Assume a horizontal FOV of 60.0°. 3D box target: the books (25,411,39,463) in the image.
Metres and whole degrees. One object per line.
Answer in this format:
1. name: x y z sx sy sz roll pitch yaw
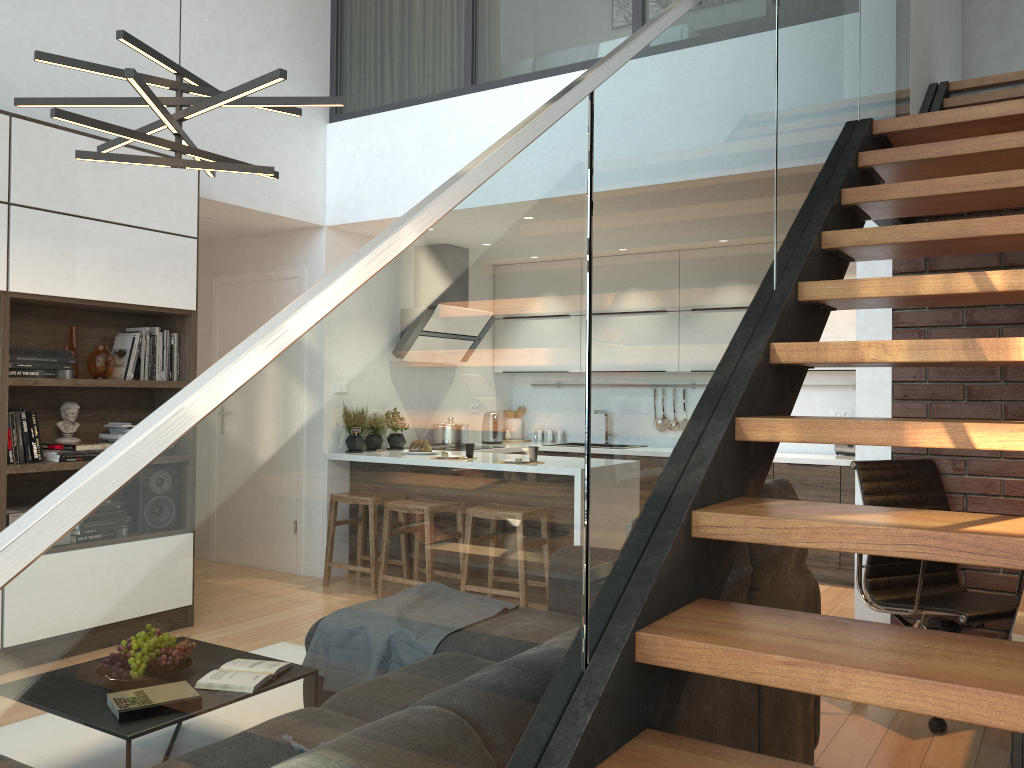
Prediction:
1. books: -2.299 0.245 4.166 0.177 0.242 0.066 0 -1 32

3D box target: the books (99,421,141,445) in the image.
1. books: -1.972 0.287 4.678 0.224 0.176 0.374 0 -1 32

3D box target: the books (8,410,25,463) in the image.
1. books: -2.328 0.244 4.115 0.169 0.242 0.050 0 -1 32

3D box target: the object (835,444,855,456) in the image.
1. object: 2.465 0.417 6.348 0.177 0.195 0.260 1 -1 -37

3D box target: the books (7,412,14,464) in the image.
1. books: -2.365 0.246 4.083 0.189 0.240 0.053 0 -1 33

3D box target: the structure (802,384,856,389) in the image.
1. structure: 1.440 0.014 7.126 3.000 0.045 0.050 0 -1 32

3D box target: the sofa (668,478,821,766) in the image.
1. sofa: -0.622 0.788 2.342 2.108 0.995 3.169 0 -1 33

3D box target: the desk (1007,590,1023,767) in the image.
1. desk: 1.921 0.940 2.704 0.610 0.750 2.182 0 -1 32

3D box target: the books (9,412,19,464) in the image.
1. books: -2.346 0.247 4.100 0.170 0.236 0.049 0 -1 33

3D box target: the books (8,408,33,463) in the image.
1. books: -2.322 0.239 4.145 0.193 0.255 0.066 0 -1 32

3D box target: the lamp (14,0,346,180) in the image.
1. lamp: -1.064 -2.525 2.900 1.200 3.645 0.831 0 -1 42

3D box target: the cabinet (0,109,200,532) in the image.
1. cabinet: -2.908 0.022 3.158 0.338 2.494 4.036 0 -1 32

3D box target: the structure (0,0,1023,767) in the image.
1. structure: 1.577 -0.188 2.619 1.289 3.460 5.660 0 -1 32

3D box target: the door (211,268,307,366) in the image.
1. door: -1.845 0.260 6.393 0.974 2.136 0.085 0 -1 32

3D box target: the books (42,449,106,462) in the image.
1. books: -2.138 0.346 4.359 0.250 0.047 0.310 0 -1 38

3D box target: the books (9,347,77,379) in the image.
1. books: -2.291 -0.096 4.184 0.277 0.137 0.343 0 -1 27

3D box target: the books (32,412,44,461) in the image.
1. books: -2.308 0.249 4.211 0.179 0.233 0.077 0 -1 32

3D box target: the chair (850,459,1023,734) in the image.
1. chair: 1.811 0.828 3.657 0.651 0.991 0.700 1 -1 -23

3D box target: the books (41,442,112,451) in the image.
1. books: -2.156 0.307 4.382 0.266 0.030 0.209 0 -1 26

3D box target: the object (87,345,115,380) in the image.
1. object: -2.065 -0.107 4.458 0.130 0.171 0.130 1 -1 -18

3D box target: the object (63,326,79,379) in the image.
1. object: -2.198 -0.156 4.409 0.082 0.265 0.081 1 -1 -36

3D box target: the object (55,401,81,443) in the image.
1. object: -2.209 0.188 4.412 0.117 0.207 0.116 1 -1 -17

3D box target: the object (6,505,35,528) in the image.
1. object: -2.272 0.672 4.143 0.270 0.174 0.285 0 -1 32

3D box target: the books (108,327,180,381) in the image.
1. books: -1.970 -0.159 4.715 0.201 0.287 0.332 0 -1 32

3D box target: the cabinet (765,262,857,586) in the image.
1. cabinet: 0.831 0.144 6.123 3.495 2.401 2.401 0 -1 32
